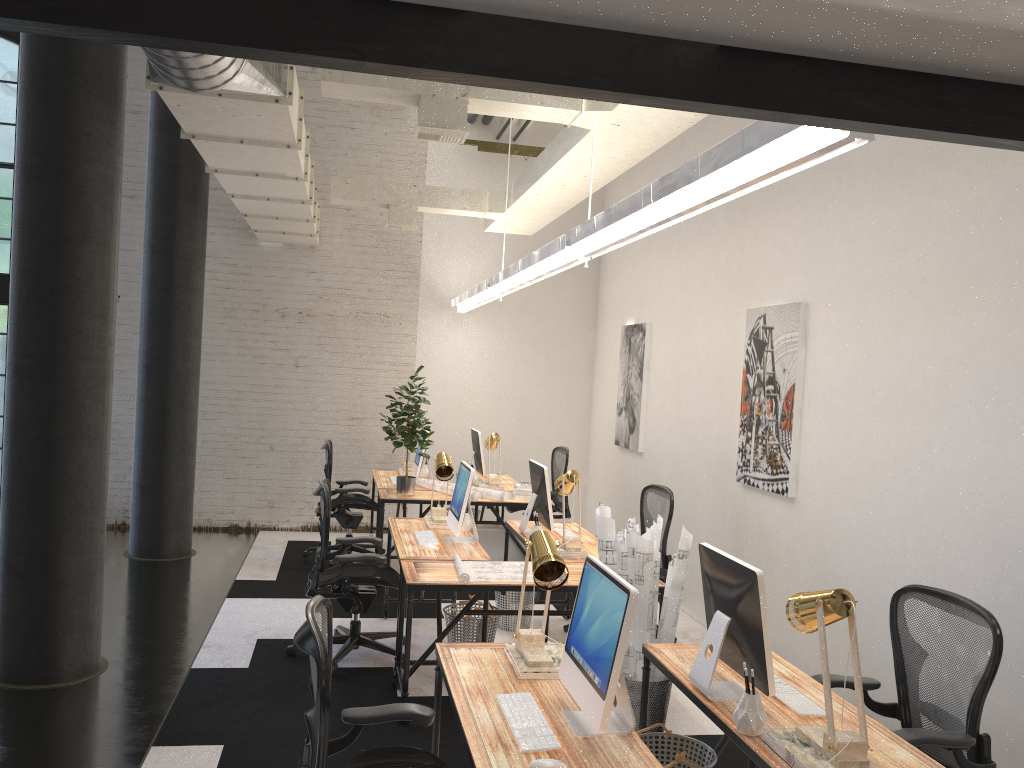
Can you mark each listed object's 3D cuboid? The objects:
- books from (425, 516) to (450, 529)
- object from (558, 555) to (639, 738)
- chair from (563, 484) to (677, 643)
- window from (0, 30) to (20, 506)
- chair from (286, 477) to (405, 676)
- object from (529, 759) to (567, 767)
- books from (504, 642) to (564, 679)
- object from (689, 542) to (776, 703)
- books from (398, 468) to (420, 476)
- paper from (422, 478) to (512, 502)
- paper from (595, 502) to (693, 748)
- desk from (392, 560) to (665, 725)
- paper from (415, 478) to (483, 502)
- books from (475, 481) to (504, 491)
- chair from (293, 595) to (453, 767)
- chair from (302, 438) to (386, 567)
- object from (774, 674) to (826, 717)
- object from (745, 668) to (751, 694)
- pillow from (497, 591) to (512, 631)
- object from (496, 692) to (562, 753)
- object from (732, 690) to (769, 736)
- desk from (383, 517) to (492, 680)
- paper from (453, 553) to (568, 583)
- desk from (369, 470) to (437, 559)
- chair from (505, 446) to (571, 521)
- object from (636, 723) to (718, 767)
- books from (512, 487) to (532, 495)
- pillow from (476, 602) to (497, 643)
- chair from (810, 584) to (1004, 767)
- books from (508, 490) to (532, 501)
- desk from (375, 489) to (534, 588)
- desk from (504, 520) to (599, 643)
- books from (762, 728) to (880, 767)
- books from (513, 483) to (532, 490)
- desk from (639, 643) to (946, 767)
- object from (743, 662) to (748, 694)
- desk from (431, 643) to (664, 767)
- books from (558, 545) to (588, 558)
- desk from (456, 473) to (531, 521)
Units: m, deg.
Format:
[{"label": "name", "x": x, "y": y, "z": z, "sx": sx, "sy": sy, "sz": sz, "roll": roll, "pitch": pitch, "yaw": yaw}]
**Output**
[{"label": "books", "x": -0.477, "y": 0.954, "z": 6.121, "sx": 0.225, "sy": 0.038, "sz": 0.308, "roll": 3, "pitch": 1, "yaw": -11}, {"label": "object", "x": 0.281, "y": 0.817, "z": 2.744, "sx": 0.190, "sy": 0.485, "sz": 0.483, "roll": 3, "pitch": 1, "yaw": -11}, {"label": "chair", "x": 0.781, "y": 1.233, "z": 6.032, "sx": 0.792, "sy": 1.086, "sz": 0.770, "roll": 3, "pitch": 1, "yaw": -27}, {"label": "window", "x": -5.822, "y": -1.182, "z": 8.893, "sx": 2.491, "sy": 5.181, "sz": 0.137, "roll": 3, "pitch": 2, "yaw": -11}, {"label": "chair", "x": -0.965, "y": 1.138, "z": 5.509, "sx": 0.792, "sy": 1.086, "sz": 0.770, "roll": 3, "pitch": 1, "yaw": -27}, {"label": "object", "x": 0.099, "y": 1.037, "z": 2.411, "sx": 0.106, "sy": 0.029, "sz": 0.059, "roll": 3, "pitch": 1, "yaw": -10}, {"label": "books", "x": 0.106, "y": 1.022, "z": 3.284, "sx": 0.225, "sy": 0.038, "sz": 0.308, "roll": 3, "pitch": 1, "yaw": -11}, {"label": "object", "x": 0.750, "y": 0.840, "z": 3.101, "sx": 0.190, "sy": 0.485, "sz": 0.483, "roll": 3, "pitch": 1, "yaw": -11}, {"label": "books", "x": -0.999, "y": 0.869, "z": 8.749, "sx": 0.225, "sy": 0.038, "sz": 0.308, "roll": 3, "pitch": 1, "yaw": -11}, {"label": "paper", "x": -0.432, "y": 0.894, "z": 7.594, "sx": 1.133, "sy": 0.082, "sz": 0.083, "roll": 4, "pitch": 1, "yaw": 44}, {"label": "paper", "x": 0.610, "y": 1.184, "z": 4.356, "sx": 0.412, "sy": 1.198, "sz": 0.440, "roll": 2, "pitch": 2, "yaw": -33}, {"label": "desk", "x": 0.084, "y": 1.385, "z": 4.822, "sx": 1.401, "sy": 0.725, "sz": 0.529, "roll": 3, "pitch": 1, "yaw": -11}, {"label": "paper", "x": -0.596, "y": 0.885, "z": 7.563, "sx": 0.083, "sy": 0.082, "sz": 1.133, "roll": 2, "pitch": 1, "yaw": -36}, {"label": "books", "x": -0.205, "y": 0.924, "z": 8.038, "sx": 0.225, "sy": 0.038, "sz": 0.308, "roll": 3, "pitch": 1, "yaw": -11}, {"label": "chair", "x": -0.382, "y": 1.207, "z": 2.673, "sx": 0.792, "sy": 1.086, "sz": 0.770, "roll": 3, "pitch": 1, "yaw": -27}, {"label": "chair", "x": -1.487, "y": 1.054, "z": 8.137, "sx": 0.792, "sy": 1.086, "sz": 0.770, "roll": 3, "pitch": 1, "yaw": -27}, {"label": "object", "x": 0.960, "y": 1.085, "z": 3.124, "sx": 0.118, "sy": 0.018, "sz": 0.438, "roll": 3, "pitch": 1, "yaw": -11}, {"label": "object", "x": 0.737, "y": 0.981, "z": 2.749, "sx": 0.054, "sy": 0.207, "sz": 0.008, "roll": 3, "pitch": 2, "yaw": -24}, {"label": "pillow", "x": -0.056, "y": 1.519, "z": 6.262, "sx": 0.119, "sy": 0.407, "sz": 0.239, "roll": 3, "pitch": 1, "yaw": -10}, {"label": "object", "x": 0.044, "y": 1.037, "z": 2.734, "sx": 0.118, "sy": 0.018, "sz": 0.438, "roll": 3, "pitch": 1, "yaw": -11}, {"label": "object", "x": 0.744, "y": 1.023, "z": 2.763, "sx": 0.101, "sy": 0.127, "sz": 0.101, "roll": 4, "pitch": 2, "yaw": 34}, {"label": "desk", "x": -0.518, "y": 1.339, "z": 5.699, "sx": 0.529, "sy": 0.725, "sz": 1.400, "roll": 3, "pitch": 1, "yaw": -11}, {"label": "paper", "x": -0.018, "y": 0.993, "z": 4.818, "sx": 0.626, "sy": 0.061, "sz": 0.567, "roll": 3, "pitch": 1, "yaw": -13}, {"label": "desk", "x": -1.040, "y": 1.255, "z": 8.328, "sx": 0.529, "sy": 0.725, "sz": 1.400, "roll": 3, "pitch": 1, "yaw": -11}, {"label": "chair", "x": 0.259, "y": 1.148, "z": 8.661, "sx": 0.792, "sy": 1.086, "sz": 0.770, "roll": 3, "pitch": 1, "yaw": -27}, {"label": "object", "x": 0.606, "y": 1.579, "z": 3.436, "sx": 0.353, "sy": 0.435, "sz": 0.358, "roll": 3, "pitch": 1, "yaw": -14}, {"label": "books", "x": 0.113, "y": 0.897, "z": 7.504, "sx": 0.193, "sy": 0.044, "sz": 0.257, "roll": 3, "pitch": 1, "yaw": 7}, {"label": "pillow", "x": -0.167, "y": 1.524, "z": 5.298, "sx": 0.119, "sy": 0.407, "sz": 0.239, "roll": 3, "pitch": 1, "yaw": -10}, {"label": "chair", "x": 1.364, "y": 1.302, "z": 3.196, "sx": 0.792, "sy": 1.086, "sz": 0.770, "roll": 3, "pitch": 1, "yaw": -27}, {"label": "books", "x": 0.091, "y": 0.944, "z": 7.487, "sx": 0.200, "sy": 0.050, "sz": 0.271, "roll": 3, "pitch": 1, "yaw": -13}, {"label": "desk", "x": -0.437, "y": 1.300, "z": 7.451, "sx": 1.401, "sy": 0.725, "sz": 0.529, "roll": 3, "pitch": 1, "yaw": -11}, {"label": "desk", "x": 0.313, "y": 1.385, "z": 5.852, "sx": 0.529, "sy": 0.725, "sz": 1.400, "roll": 3, "pitch": 1, "yaw": -11}, {"label": "books", "x": 0.899, "y": 1.077, "z": 2.573, "sx": 0.225, "sy": 0.038, "sz": 0.308, "roll": 3, "pitch": 1, "yaw": -11}, {"label": "books", "x": 0.100, "y": 0.865, "z": 7.502, "sx": 0.153, "sy": 0.030, "sz": 0.185, "roll": 3, "pitch": 1, "yaw": -13}, {"label": "desk", "x": 0.897, "y": 1.454, "z": 3.015, "sx": 0.529, "sy": 0.725, "sz": 1.400, "roll": 3, "pitch": 1, "yaw": -11}, {"label": "object", "x": 0.737, "y": 0.980, "z": 2.773, "sx": 0.008, "sy": 0.207, "sz": 0.054, "roll": 2, "pitch": 2, "yaw": -28}, {"label": "desk", "x": 0.065, "y": 1.408, "z": 2.863, "sx": 0.529, "sy": 0.725, "sz": 1.400, "roll": 3, "pitch": 1, "yaw": -11}, {"label": "books", "x": 0.316, "y": 1.008, "z": 5.409, "sx": 0.225, "sy": 0.038, "sz": 0.308, "roll": 3, "pitch": 1, "yaw": -11}, {"label": "desk", "x": -0.208, "y": 1.301, "z": 8.480, "sx": 0.529, "sy": 0.725, "sz": 1.400, "roll": 3, "pitch": 1, "yaw": -11}]
